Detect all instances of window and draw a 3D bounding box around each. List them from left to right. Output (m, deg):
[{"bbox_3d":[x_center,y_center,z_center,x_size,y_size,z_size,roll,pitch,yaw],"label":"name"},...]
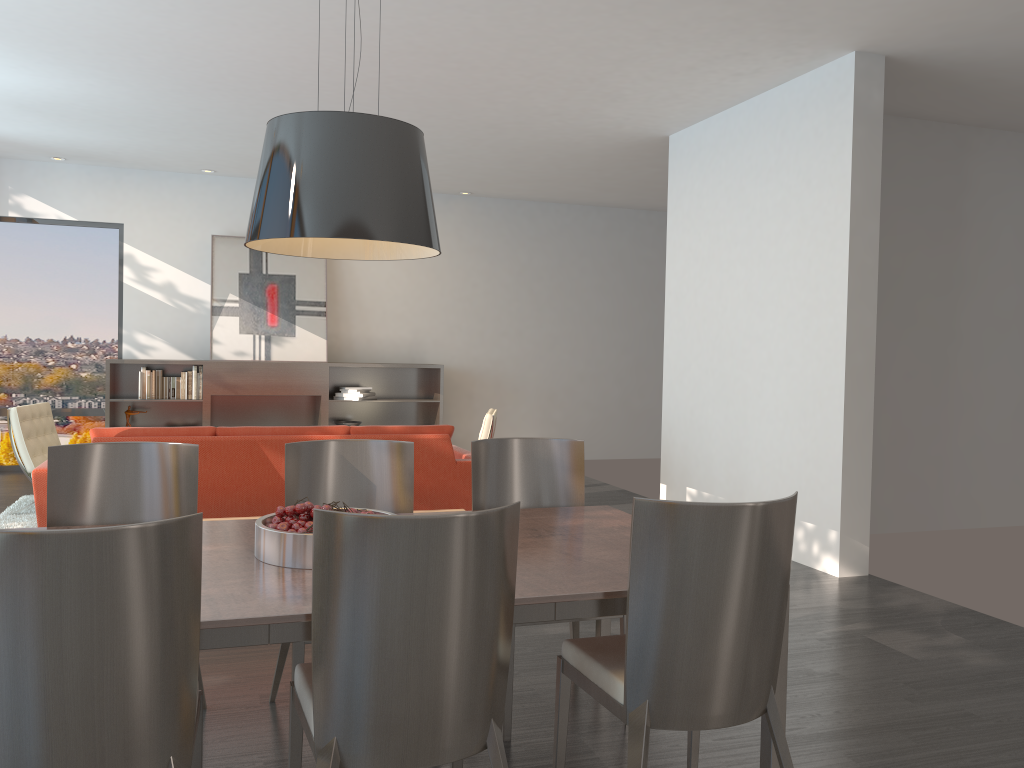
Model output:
[{"bbox_3d":[-4.763,-0.782,9.125,1.409,3.339,0.065,1,2,-19],"label":"window"}]

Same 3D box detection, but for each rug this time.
[{"bbox_3d":[-1.830,1.032,6.672,3.772,0.043,2.985,1,2,-19],"label":"rug"}]

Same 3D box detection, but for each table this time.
[{"bbox_3d":[-0.451,0.880,2.647,2.151,0.764,1.172,1,2,-19],"label":"table"}]

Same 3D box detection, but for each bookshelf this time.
[{"bbox_3d":[-2.451,0.345,9.451,3.387,1.162,0.570,1,2,-19],"label":"bookshelf"}]

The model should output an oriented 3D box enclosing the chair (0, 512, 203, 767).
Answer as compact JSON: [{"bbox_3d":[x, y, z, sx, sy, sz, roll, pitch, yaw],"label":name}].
[{"bbox_3d":[-0.931,0.740,1.937,0.548,0.967,0.614,1,2,-19],"label":"chair"}]

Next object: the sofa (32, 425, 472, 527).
[{"bbox_3d":[-1.499,0.656,5.615,2.597,0.852,1.038,1,2,-19],"label":"sofa"}]

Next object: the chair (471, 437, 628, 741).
[{"bbox_3d":[0.111,0.713,3.348,0.548,0.967,0.614,1,2,-19],"label":"chair"}]

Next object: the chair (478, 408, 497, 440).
[{"bbox_3d":[-0.447,0.623,7.314,0.707,0.817,0.700,1,2,1],"label":"chair"}]

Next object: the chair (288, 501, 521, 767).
[{"bbox_3d":[-0.270,0.747,2.163,0.548,0.967,0.614,1,2,-19],"label":"chair"}]

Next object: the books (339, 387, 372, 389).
[{"bbox_3d":[-1.695,0.044,9.615,0.300,0.020,0.210,0,2,-29],"label":"books"}]

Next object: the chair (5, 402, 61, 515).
[{"bbox_3d":[-3.484,0.571,6.937,0.707,0.817,0.700,1,2,-9],"label":"chair"}]

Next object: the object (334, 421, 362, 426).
[{"bbox_3d":[-1.777,0.469,9.600,0.309,0.117,0.309,2,2,15],"label":"object"}]

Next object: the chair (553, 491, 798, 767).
[{"bbox_3d":[0.454,0.754,2.410,0.548,0.967,0.614,1,2,-19],"label":"chair"}]

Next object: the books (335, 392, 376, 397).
[{"bbox_3d":[-1.697,0.113,9.617,0.314,0.038,0.398,2,2,11],"label":"books"}]

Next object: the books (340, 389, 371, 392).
[{"bbox_3d":[-1.695,0.064,9.615,0.210,0.020,0.300,2,2,21],"label":"books"}]

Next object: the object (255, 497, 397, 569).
[{"bbox_3d":[-0.537,0.419,2.619,0.427,0.154,0.427,2,2,25],"label":"object"}]

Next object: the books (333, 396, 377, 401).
[{"bbox_3d":[-1.697,0.151,9.618,0.314,0.038,0.398,2,2,21],"label":"books"}]

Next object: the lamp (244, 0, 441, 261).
[{"bbox_3d":[-0.474,-1.182,2.581,0.567,1.580,0.567,2,2,10],"label":"lamp"}]

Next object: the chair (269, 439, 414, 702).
[{"bbox_3d":[-0.550,0.707,3.122,0.548,0.967,0.614,1,2,-19],"label":"chair"}]

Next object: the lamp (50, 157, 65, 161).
[{"bbox_3d":[-4.518,-2.239,8.819,0.129,0.010,0.129,2,2,26],"label":"lamp"}]

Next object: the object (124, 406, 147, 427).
[{"bbox_3d":[-3.838,0.363,8.933,0.245,0.290,0.201,1,2,1],"label":"object"}]

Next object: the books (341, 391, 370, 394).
[{"bbox_3d":[-1.696,0.084,9.616,0.210,0.020,0.300,2,2,11],"label":"books"}]

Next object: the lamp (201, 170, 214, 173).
[{"bbox_3d":[-3.180,-2.226,9.276,0.129,0.010,0.129,2,2,26],"label":"lamp"}]

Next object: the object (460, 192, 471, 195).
[{"bbox_3d":[-0.540,-2.203,10.243,0.129,0.010,0.129,2,2,26],"label":"object"}]

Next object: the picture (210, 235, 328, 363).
[{"bbox_3d":[-2.597,-0.907,9.517,1.208,1.338,0.269,1,2,-19],"label":"picture"}]

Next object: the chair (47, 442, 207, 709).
[{"bbox_3d":[-1.274,0.700,2.875,0.548,0.967,0.614,1,2,-19],"label":"chair"}]

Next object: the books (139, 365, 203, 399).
[{"bbox_3d":[-3.453,-0.022,8.995,0.592,0.339,0.324,1,2,-19],"label":"books"}]

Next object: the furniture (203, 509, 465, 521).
[{"bbox_3d":[-1.169,0.938,4.840,2.005,0.357,0.492,1,2,-19],"label":"furniture"}]
